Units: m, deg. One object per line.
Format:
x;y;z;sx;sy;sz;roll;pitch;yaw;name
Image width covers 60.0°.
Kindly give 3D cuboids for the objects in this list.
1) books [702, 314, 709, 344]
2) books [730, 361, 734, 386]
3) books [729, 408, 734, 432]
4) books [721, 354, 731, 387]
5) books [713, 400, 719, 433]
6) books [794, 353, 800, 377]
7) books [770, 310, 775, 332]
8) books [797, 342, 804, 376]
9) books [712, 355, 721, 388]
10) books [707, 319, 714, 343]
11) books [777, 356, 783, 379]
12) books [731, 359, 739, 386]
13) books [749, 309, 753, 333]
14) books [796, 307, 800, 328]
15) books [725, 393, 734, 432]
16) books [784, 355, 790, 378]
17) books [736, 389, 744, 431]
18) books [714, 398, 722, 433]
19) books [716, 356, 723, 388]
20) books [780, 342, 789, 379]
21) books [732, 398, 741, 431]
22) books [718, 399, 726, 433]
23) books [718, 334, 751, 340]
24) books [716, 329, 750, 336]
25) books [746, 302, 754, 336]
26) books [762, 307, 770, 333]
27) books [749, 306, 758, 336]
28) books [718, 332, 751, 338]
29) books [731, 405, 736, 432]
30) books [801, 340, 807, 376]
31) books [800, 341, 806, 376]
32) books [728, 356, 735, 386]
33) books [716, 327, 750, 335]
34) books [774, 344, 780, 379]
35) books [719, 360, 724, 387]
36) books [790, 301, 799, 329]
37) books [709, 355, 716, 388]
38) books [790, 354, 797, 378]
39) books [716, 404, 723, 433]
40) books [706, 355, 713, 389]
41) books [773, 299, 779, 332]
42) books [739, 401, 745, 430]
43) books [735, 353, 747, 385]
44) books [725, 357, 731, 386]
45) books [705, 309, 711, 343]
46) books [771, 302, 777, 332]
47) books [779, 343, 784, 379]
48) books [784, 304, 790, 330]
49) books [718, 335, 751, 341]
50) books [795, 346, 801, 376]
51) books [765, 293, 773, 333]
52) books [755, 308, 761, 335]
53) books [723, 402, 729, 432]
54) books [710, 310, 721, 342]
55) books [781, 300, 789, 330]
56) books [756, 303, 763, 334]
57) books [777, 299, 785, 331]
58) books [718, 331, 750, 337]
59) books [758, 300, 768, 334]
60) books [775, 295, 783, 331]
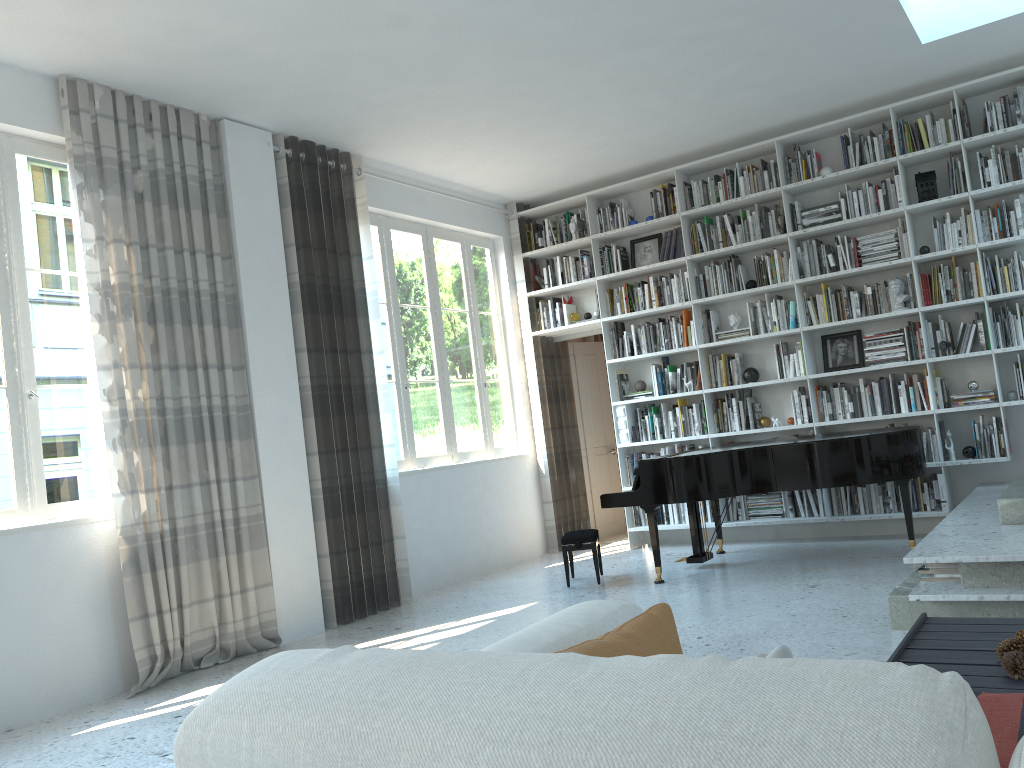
1.639;-0.450;7.400;0.024;0.257;0.134;-9;-4;33;books
1.836;-0.087;7.273;0.011;0.208;0.180;-9;-4;33;books
1.831;0.290;7.288;0.024;0.196;0.156;-9;-4;33;books
1.773;-0.111;7.294;0.026;0.274;0.190;-9;-4;33;books
1.724;0.268;7.369;0.013;0.275;0.147;-9;-4;33;books
2.269;-0.147;6.990;0.024;0.188;0.172;-9;-4;33;books
2.110;-0.492;7.100;0.025;0.189;0.140;-9;-4;33;books
2.293;-0.192;6.968;0.027;0.269;0.178;-9;-4;33;books
1.714;-0.100;7.362;0.026;0.275;0.154;-9;-4;33;books
1.679;-0.432;7.383;0.034;0.209;0.136;-9;-4;33;books
2.156;-0.128;7.060;0.025;0.186;0.154;-9;-4;33;books
1.849;-0.093;7.259;0.028;0.216;0.175;-9;-4;33;books
1.969;-0.491;7.186;0.010;0.231;0.154;-9;-4;33;books
2.280;-0.516;6.981;0.027;0.181;0.142;-9;-4;33;books
1.805;0.235;7.298;0.014;0.313;0.166;-9;-4;33;books
2.206;-0.133;7.044;0.030;0.182;0.154;-9;-4;33;books
1.887;0.210;7.270;0.013;0.338;0.138;-9;-4;33;books
1.729;0.263;7.354;0.013;0.283;0.146;-9;-4;33;books
1.736;-0.098;7.339;0.036;0.263;0.166;-9;-4;33;books
2.178;-0.188;7.053;0.012;0.298;0.166;-9;-4;33;books
1.861;0.248;7.258;0.027;0.269;0.185;-9;-4;33;books
1.759;0.262;7.321;0.012;0.272;0.181;-9;-4;33;books
1.837;-0.384;7.268;0.254;0.012;0.161;-9;-4;29;books
1.835;-0.420;7.273;0.285;0.012;0.159;-9;-5;35;books
1.949;-0.516;7.182;0.012;0.285;0.159;-9;-4;33;books
2.066;-0.503;7.121;0.048;0.224;0.149;-9;-4;33;books
1.974;-0.501;7.160;0.030;0.247;0.174;-9;-4;33;books
1.835;-0.396;7.267;0.254;0.012;0.161;-9;-4;28;books
1.846;0.278;7.273;0.021;0.215;0.172;-9;-4;33;books
2.318;-0.203;6.943;0.021;0.281;0.162;-9;-4;33;books
2.303;-0.200;6.950;0.011;0.279;0.187;-9;-4;33;books
1.829;-0.104;7.301;0.028;0.247;0.142;-9;-4;33;books
1.831;-0.432;7.270;0.285;0.012;0.159;-9;-4;29;books
2.137;-0.174;7.076;0.012;0.285;0.159;-9;-4;33;books
1.766;-0.085;7.324;0.025;0.228;0.153;-9;-4;33;books
2.231;-0.533;6.992;0.060;0.227;0.179;-9;-4;33;books
1.690;-0.101;7.372;0.025;0.284;0.145;-9;-4;33;books
2.233;-0.142;7.008;0.057;0.188;0.156;-9;-4;33;books
1.748;0.282;7.338;0.030;0.239;0.157;-9;-4;33;books
1.670;-0.098;7.397;0.012;0.285;0.159;-9;-4;33;books
2.127;-0.536;7.052;0.012;0.265;0.192;-9;-4;33;books
1.906;0.256;7.250;0.029;0.240;0.135;-9;-4;33;books
1.878;-0.122;7.258;0.028;0.265;0.144;-9;-4;33;books
1.803;-0.099;7.299;0.014;0.243;0.153;-9;-4;33;books
1.661;-0.473;7.407;0.011;0.297;0.135;-9;-4;33;books
2.118;-0.524;7.071;0.028;0.247;0.170;-9;-4;33;books
2.171;-0.183;7.062;0.011;0.291;0.155;-9;-4;33;books
2.209;-0.523;7.035;0.026;0.219;0.150;-9;-4;33;books
1.843;-0.372;7.274;0.254;0.012;0.161;-9;-4;33;books
2.275;-0.177;6.973;0.012;0.244;0.171;-9;-4;33;books
2.079;-0.559;7.101;0.010;0.329;0.173;-9;-4;33;books
2.013;-0.495;7.169;0.024;0.227;0.137;-9;-4;33;books
1.787;0.271;7.312;0.042;0.248;0.162;-9;-4;33;books
1.694;-0.469;7.365;0.021;0.277;0.136;-9;-4;33;books
2.187;-0.538;7.049;0.022;0.256;0.152;-9;-4;33;books
2.021;-0.518;7.144;0.022;0.267;0.151;-9;-4;33;books
2.157;-0.537;7.044;0.023;0.259;0.170;-9;-4;33;books
1.835;-0.408;7.271;0.254;0.012;0.161;-9;-4;30;books
2.028;-0.529;7.126;0.012;0.286;0.167;-9;-4;33;books
2.140;-0.555;7.054;0.011;0.300;0.178;-9;-4;33;books
